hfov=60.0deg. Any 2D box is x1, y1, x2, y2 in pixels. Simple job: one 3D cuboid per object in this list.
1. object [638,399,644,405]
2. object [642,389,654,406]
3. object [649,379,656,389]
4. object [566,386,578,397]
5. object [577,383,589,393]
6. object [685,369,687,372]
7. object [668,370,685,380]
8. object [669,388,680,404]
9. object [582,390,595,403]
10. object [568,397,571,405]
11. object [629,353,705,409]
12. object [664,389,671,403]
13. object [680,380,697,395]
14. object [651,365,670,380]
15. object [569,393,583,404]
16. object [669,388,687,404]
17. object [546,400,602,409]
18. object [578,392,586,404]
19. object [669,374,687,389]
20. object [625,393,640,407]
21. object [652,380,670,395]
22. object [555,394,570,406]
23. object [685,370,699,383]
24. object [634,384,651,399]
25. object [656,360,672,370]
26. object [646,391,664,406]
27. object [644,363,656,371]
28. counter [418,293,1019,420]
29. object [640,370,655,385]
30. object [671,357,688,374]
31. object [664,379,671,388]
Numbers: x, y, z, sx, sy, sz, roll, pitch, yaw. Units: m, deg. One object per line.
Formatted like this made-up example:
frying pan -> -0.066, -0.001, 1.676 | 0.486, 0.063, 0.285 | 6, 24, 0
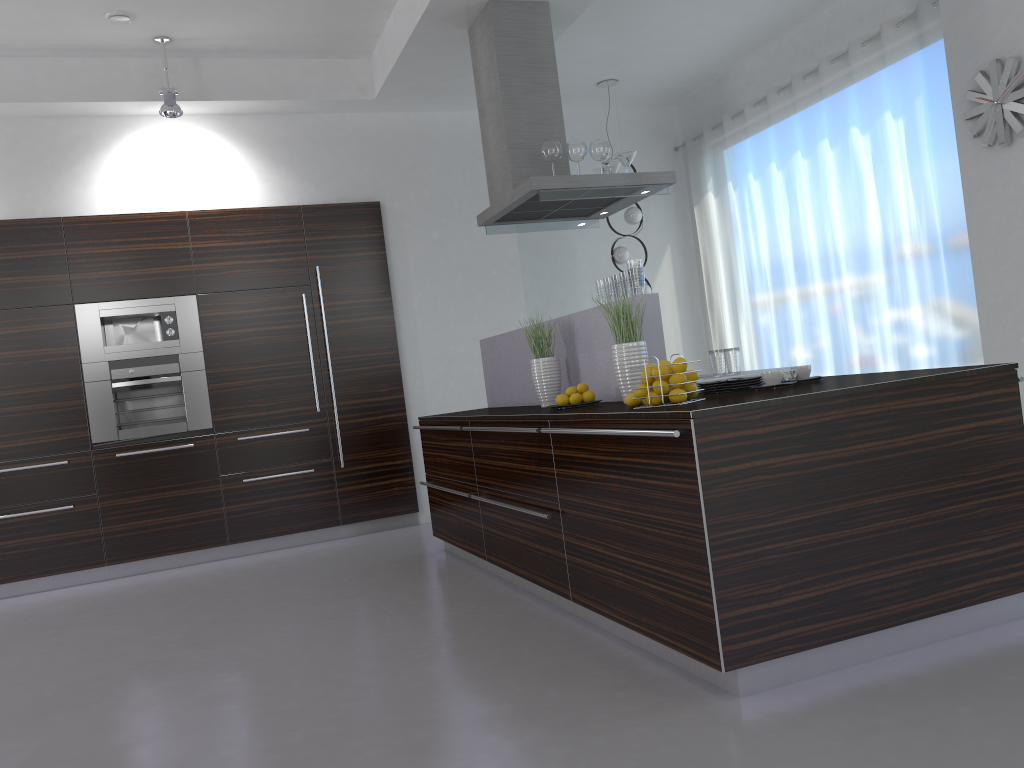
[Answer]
object -> 0.477, 0.055, 3.335 | 0.053, 0.051, 0.063 | -7, 0, 39
object -> 0.494, 0.048, 3.113 | 0.074, 0.063, 0.064 | -7, 0, 1
object -> 0.495, -0.004, 3.131 | 0.062, 0.053, 0.052 | -7, 0, 42
object -> 0.267, 0.034, 3.964 | 0.053, 0.047, 0.061 | -7, 0, -17
object -> 0.315, 0.018, 3.948 | 0.053, 0.048, 0.063 | -7, 0, 36
object -> 0.589, -0.045, 3.141 | 0.063, 0.051, 0.053 | -7, 0, 26
object -> 0.570, -0.030, 3.079 | 0.061, 0.051, 0.055 | -7, 0, -26
object -> 0.573, 0.041, 3.061 | 0.061, 0.055, 0.050 | -7, 0, 26
object -> 0.339, 0.056, 3.926 | 0.063, 0.053, 0.051 | -7, 0, 20
object -> 0.257, 0.074, 4.004 | 0.053, 0.051, 0.063 | -7, 0, -16
object -> 0.540, -0.015, 3.094 | 0.189, 0.174, 0.207 | -7, 0, 35
object -> 0.536, 0.037, 3.109 | 0.052, 0.060, 0.057 | -7, 0, -14
object -> 0.609, 0.013, 3.077 | 0.062, 0.053, 0.052 | -7, 0, 17
object -> 0.509, -0.039, 3.038 | 0.063, 0.053, 0.051 | -7, 0, -7
object -> 0.282, 0.067, 3.922 | 0.052, 0.054, 0.061 | -7, 0, -43
object -> 0.561, 0.041, 3.003 | 0.062, 0.052, 0.053 | -7, 0, 19
object -> 0.279, 0.094, 3.969 | 0.232, 0.020, 0.232 | -7, 0, -11
object -> 0.313, 0.064, 3.972 | 0.071, 0.060, 0.057 | -7, 0, -18
object -> 0.566, -0.010, 3.026 | 0.061, 0.054, 0.053 | -7, 0, 26
object -> 0.446, 0.059, 3.279 | 0.053, 0.051, 0.063 | -7, 0, -16
object -> 0.510, 0.011, 3.036 | 0.051, 0.055, 0.061 | -7, 0, -41
object -> 0.226, 0.073, 3.954 | 0.060, 0.058, 0.070 | -7, 0, -21
object -> 0.626, -0.021, 3.117 | 0.060, 0.055, 0.053 | -7, 0, 23
object -> 0.452, 0.026, 3.073 | 0.052, 0.054, 0.061 | -7, 0, -43
object -> 0.531, -0.057, 3.104 | 0.063, 0.053, 0.051 | -7, 0, -18
object -> 0.492, 0.050, 3.055 | 0.063, 0.053, 0.051 | -7, 0, -12
object -> 0.495, -0.049, 3.151 | 0.053, 0.051, 0.063 | -7, 0, 28
counter -> 0.590, 0.270, 4.323 | 1.302, 1.300, 3.291 | -7, 0, -20
object -> 0.472, -0.023, 3.081 | 0.053, 0.052, 0.061 | -7, 0, -7
object -> 0.574, -0.061, 3.041 | 0.059, 0.060, 0.050 | -7, 0, -20
object -> 0.519, 0.007, 3.066 | 0.062, 0.053, 0.051 | -7, 0, -12
